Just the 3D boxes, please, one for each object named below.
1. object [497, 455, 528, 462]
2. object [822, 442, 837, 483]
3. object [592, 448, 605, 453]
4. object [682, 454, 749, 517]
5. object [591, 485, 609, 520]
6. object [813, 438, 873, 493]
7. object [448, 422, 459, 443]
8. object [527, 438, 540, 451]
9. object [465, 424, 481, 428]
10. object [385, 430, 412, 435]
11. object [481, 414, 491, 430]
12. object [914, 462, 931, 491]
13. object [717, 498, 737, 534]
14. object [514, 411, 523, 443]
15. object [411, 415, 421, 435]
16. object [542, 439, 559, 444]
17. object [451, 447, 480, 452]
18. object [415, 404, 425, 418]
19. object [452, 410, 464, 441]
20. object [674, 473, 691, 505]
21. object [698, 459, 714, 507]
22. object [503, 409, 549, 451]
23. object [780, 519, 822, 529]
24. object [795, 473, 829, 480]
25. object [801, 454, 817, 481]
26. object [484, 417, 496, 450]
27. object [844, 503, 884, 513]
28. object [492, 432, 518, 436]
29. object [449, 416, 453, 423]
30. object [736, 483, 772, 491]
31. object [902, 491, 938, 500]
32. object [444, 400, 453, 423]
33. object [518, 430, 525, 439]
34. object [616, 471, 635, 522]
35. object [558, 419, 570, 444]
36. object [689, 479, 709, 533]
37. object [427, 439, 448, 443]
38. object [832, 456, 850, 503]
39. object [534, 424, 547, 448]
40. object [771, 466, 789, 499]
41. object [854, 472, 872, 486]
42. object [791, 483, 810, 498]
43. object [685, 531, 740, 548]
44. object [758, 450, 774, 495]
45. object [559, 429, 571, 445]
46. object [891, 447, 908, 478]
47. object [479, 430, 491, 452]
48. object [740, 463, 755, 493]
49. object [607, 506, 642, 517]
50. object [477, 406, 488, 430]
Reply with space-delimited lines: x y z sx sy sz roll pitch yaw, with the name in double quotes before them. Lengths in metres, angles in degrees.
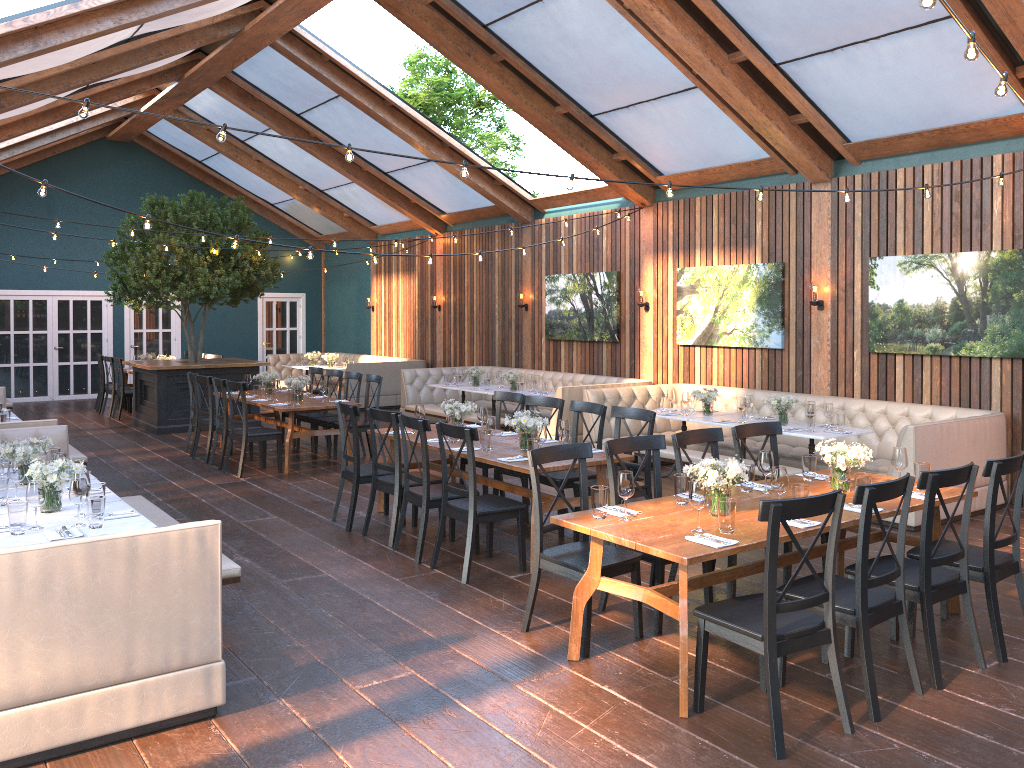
"object" 0.032 0.526 6.288 0.255 0.019 0.158 -3 6 -35
"object" 1.950 0.481 5.435 0.092 0.244 0.092 0 1 7
"object" 0.554 0.499 6.612 0.255 0.019 0.158 -3 6 -35
"object" 1.064 0.520 4.580 0.336 0.309 0.330 0 3 -3
"object" 0.445 0.603 4.495 0.092 0.158 0.092 0 2 -9
"object" 1.934 0.470 5.174 0.329 0.309 0.337 1 3 20
"object" -0.474 0.392 7.098 0.092 0.158 0.092 0 2 -9
"object" 0.150 0.464 6.186 0.092 0.158 0.092 0 2 -9
"object" -0.406 0.383 8.033 0.255 0.019 0.158 -3 6 -35
"object" -0.962 0.413 7.681 0.255 0.019 0.158 -3 6 -35
"object" -0.224 0.346 7.632 0.092 0.158 0.092 0 2 -9
"object" 2.410 0.543 5.198 0.092 0.158 0.092 0 2 -9
"object" 1.019 0.627 4.198 0.092 0.158 0.092 0 2 -9
"object" 0.063 0.346 7.104 0.092 0.244 0.092 0 1 7
"object" -0.824 0.352 7.570 0.092 0.158 0.092 0 2 11
"object" 0.240 0.458 7.116 0.255 0.019 0.158 -3 6 -35
"object" -0.334 0.488 6.751 0.255 0.019 0.158 -3 6 -35
"object" -0.800 0.299 7.688 0.092 0.244 0.092 0 1 13
"object" -0.440 0.341 7.201 0.092 0.244 0.092 0 1 7
"object" 0.928 0.575 4.827 0.092 0.158 0.092 0 2 -9
"object" 1.052 0.535 4.791 0.092 0.244 0.092 0 1 7
"object" 0.112 0.348 6.681 0.336 0.309 0.330 1 3 22
"object" 1.398 0.678 4.416 0.157 0.019 0.255 -3 6 -35
"object" 1.942 0.580 5.601 0.157 0.019 0.255 -3 6 -35
"object" 1.844 0.520 5.490 0.092 0.158 0.092 0 2 -9
"object" -0.168 0.375 6.752 0.092 0.244 0.092 0 1 7
"object" 1.828 0.653 4.715 0.157 0.019 0.255 -3 6 -35
"object" -0.078 0.424 7.536 0.255 0.019 0.158 -3 6 -35
"object" -0.539 0.305 8.133 0.092 0.158 0.092 0 2 1
"object" 1.476 0.608 5.269 0.157 0.019 0.255 -3 6 -35
"object" 2.294 0.625 5.051 0.157 0.019 0.255 -3 6 -35
"object" -0.573 0.273 8.006 0.092 0.244 0.092 0 1 13
"object" 0.087 0.380 7.220 0.092 0.158 0.092 0 2 -9
"object" 0.571 0.564 4.451 0.092 0.244 0.092 0 1 7
"object" 0.387 0.387 6.603 0.092 0.244 0.092 0 1 7
"object" 0.892 0.582 4.227 0.092 0.244 0.092 0 1 7
"object" -0.606 0.454 7.200 0.255 0.019 0.158 -3 6 -35
"object" 1.814 0.527 4.879 0.092 0.244 0.092 0 1 7
"object" 0.204 0.412 6.300 0.092 0.244 0.092 0 1 7
"object" 1.385 0.553 4.575 0.092 0.244 0.092 0 1 7
"object" 1.927 0.572 4.855 0.092 0.158 0.092 0 2 -9
"object" 1.484 0.597 4.554 0.092 0.158 0.092 0 2 -9
"object" 0.901 0.708 4.062 0.157 0.019 0.255 -3 6 -35
"object" 1.463 0.509 5.100 0.092 0.244 0.092 0 1 7
"object" 0.399 0.421 6.712 0.092 0.158 0.092 0 2 -9
"object" 2.289 0.498 5.225 0.092 0.244 0.092 0 1 7
"object" -0.202 0.427 6.648 0.092 0.158 0.092 0 2 -9
"object" 1.367 0.548 5.147 0.092 0.158 0.092 0 2 -9
"object" 0.571 0.663 4.619 0.157 0.019 0.255 -3 6 -35
"object" -0.249 0.313 7.513 0.092 0.244 0.092 0 1 7
